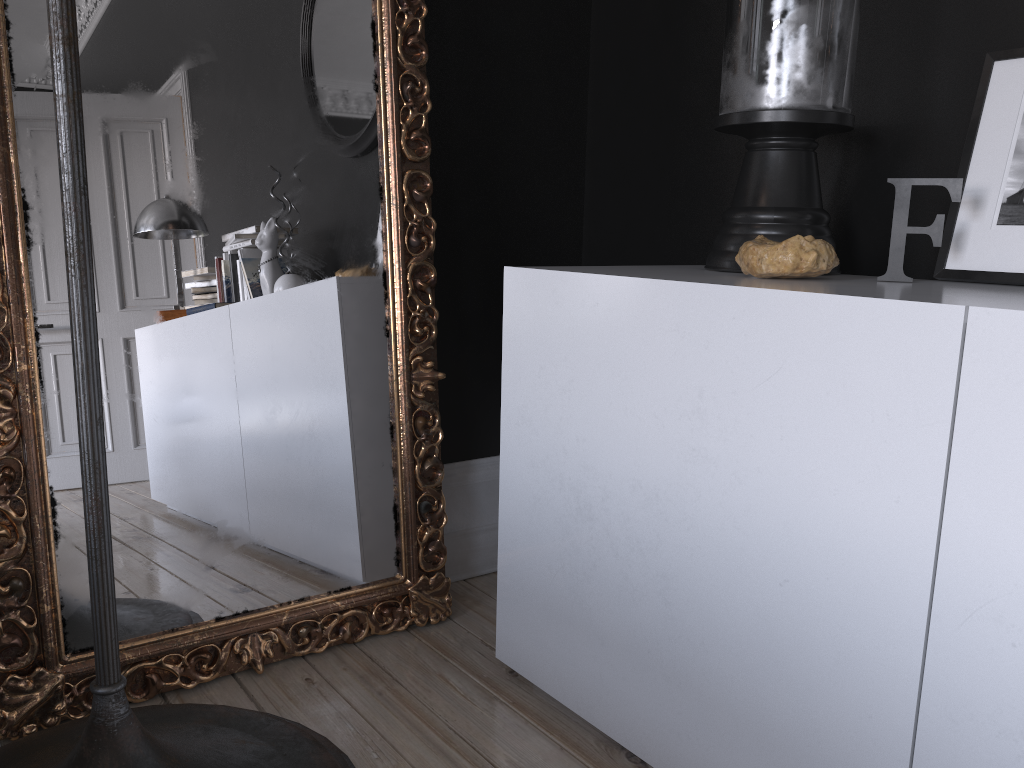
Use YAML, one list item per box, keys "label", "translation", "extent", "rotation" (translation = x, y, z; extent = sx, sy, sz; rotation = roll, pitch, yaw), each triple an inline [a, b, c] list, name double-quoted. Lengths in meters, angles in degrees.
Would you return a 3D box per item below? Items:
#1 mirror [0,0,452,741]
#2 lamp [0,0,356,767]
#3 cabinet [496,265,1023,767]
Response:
- label: "mirror"
  translation: [-0.587, -0.471, 1.792]
  extent: [0.990, 2.200, 0.253]
  rotation: [-7, 14, -35]
- label: "lamp"
  translation: [-0.574, -0.471, 1.132]
  extent: [0.986, 2.420, 0.769]
  rotation: [1, 11, -3]
- label: "cabinet"
  translation: [0.906, 0.363, 1.058]
  extent: [0.569, 0.885, 2.390]
  rotation: [-6, 13, -35]
